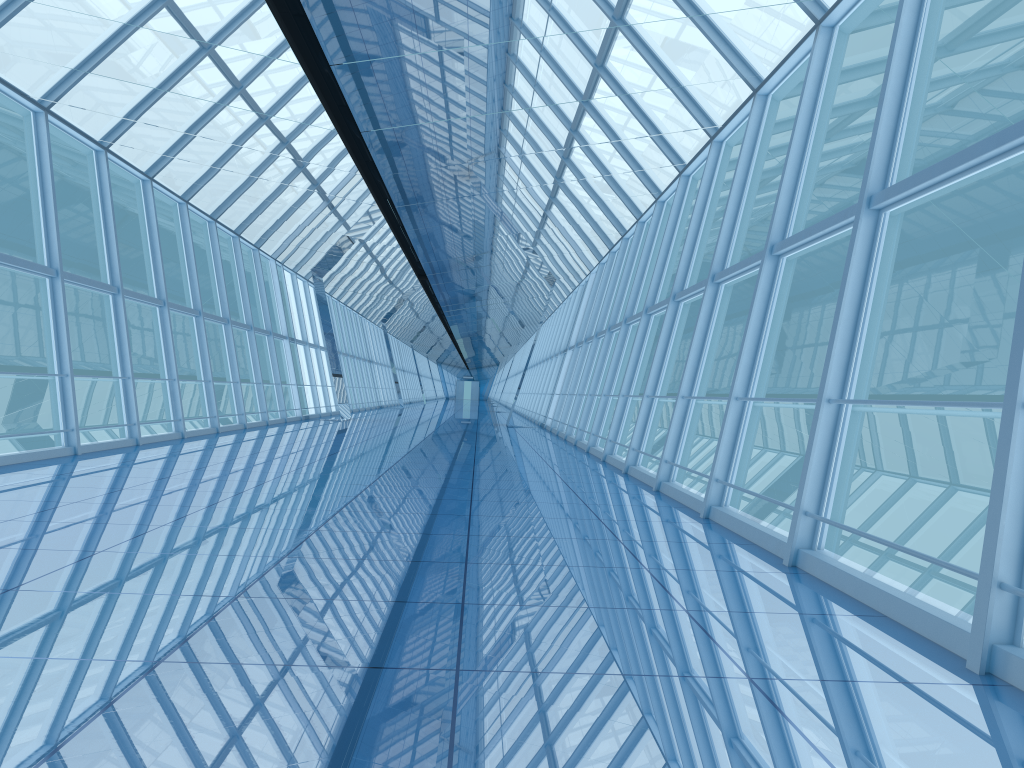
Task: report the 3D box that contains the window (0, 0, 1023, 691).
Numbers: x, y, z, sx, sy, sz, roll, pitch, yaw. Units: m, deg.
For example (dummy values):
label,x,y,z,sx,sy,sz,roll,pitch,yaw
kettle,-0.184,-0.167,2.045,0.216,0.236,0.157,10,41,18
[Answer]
label,x,y,z,sx,sy,sz,roll,pitch,yaw
window,-3.457,-0.982,52.197,9.921,4.925,105.710,2,-1,-2
